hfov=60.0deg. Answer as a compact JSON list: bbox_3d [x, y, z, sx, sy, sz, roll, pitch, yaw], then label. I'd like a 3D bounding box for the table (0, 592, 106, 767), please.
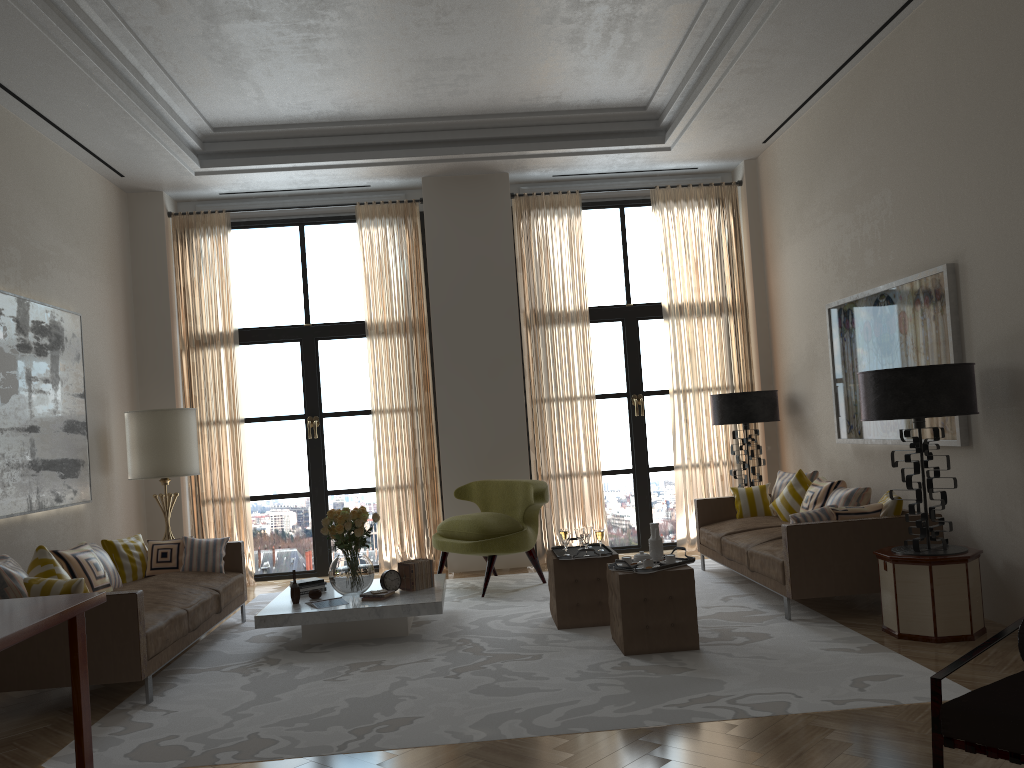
[{"bbox_3d":[-3.039,1.630,3.013,1.800,1.026,3.804,-4,-3,-3],"label":"table"}]

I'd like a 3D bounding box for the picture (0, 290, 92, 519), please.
[{"bbox_3d":[-4.454,0.171,7.846,0.045,1.997,3.064,-4,-2,-3],"label":"picture"}]

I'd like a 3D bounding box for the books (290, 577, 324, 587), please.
[{"bbox_3d":[-1.956,1.887,8.454,0.260,0.030,0.207,-2,-4,-36],"label":"books"}]

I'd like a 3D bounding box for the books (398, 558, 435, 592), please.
[{"bbox_3d":[-0.898,1.781,8.291,0.281,0.264,0.211,-2,-3,-43],"label":"books"}]

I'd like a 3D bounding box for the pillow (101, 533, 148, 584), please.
[{"bbox_3d":[-3.750,1.729,8.711,0.296,0.475,0.515,-5,-2,18],"label":"pillow"}]

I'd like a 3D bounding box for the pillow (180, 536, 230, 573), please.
[{"bbox_3d":[-3.054,1.714,8.801,0.498,0.428,0.327,-3,-2,-15],"label":"pillow"}]

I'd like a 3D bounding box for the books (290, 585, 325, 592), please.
[{"bbox_3d":[-1.948,1.938,8.449,0.262,0.024,0.207,-2,-4,-40],"label":"books"}]

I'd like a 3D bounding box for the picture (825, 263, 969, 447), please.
[{"bbox_3d":[3.506,-0.174,8.270,0.080,1.479,2.269,-4,-2,-5],"label":"picture"}]

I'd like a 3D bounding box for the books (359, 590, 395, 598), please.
[{"bbox_3d":[-1.202,1.879,7.931,0.255,0.026,0.202,-5,-3,22],"label":"books"}]

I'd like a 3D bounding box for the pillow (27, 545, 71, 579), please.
[{"bbox_3d":[-3.584,1.556,6.902,0.768,0.616,0.355,-6,-3,41],"label":"pillow"}]

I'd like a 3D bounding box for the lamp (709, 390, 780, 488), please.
[{"bbox_3d":[2.953,1.115,11.020,0.829,2.017,0.830,-4,-2,1],"label":"lamp"}]

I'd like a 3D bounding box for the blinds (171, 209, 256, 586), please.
[{"bbox_3d":[-3.834,0.230,11.423,0.780,4.883,0.419,-4,-1,-1],"label":"blinds"}]

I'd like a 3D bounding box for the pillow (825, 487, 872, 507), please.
[{"bbox_3d":[3.232,1.276,8.626,0.371,0.565,0.660,-4,-2,-8],"label":"pillow"}]

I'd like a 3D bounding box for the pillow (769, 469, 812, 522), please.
[{"bbox_3d":[3.091,1.231,9.571,0.768,0.616,0.355,-6,-3,41],"label":"pillow"}]

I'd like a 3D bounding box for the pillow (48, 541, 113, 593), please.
[{"bbox_3d":[-3.636,1.628,7.467,0.403,0.547,0.618,-4,-2,0],"label":"pillow"}]

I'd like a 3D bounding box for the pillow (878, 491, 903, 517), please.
[{"bbox_3d":[3.267,1.195,7.758,0.296,0.475,0.515,-5,-2,18],"label":"pillow"}]

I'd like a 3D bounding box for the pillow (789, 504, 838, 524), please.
[{"bbox_3d":[2.574,1.267,7.668,0.498,0.428,0.327,-3,-2,-15],"label":"pillow"}]

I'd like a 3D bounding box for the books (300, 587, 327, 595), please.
[{"bbox_3d":[-1.943,1.968,8.460,0.280,0.035,0.207,-2,-4,-36],"label":"books"}]

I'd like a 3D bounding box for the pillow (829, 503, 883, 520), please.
[{"bbox_3d":[2.941,1.244,7.651,0.464,0.411,0.304,-4,-2,-5],"label":"pillow"}]

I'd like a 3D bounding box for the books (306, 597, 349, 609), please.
[{"bbox_3d":[-1.639,1.922,7.831,0.281,0.038,0.384,-2,-3,-30],"label":"books"}]

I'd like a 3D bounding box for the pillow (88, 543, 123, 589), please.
[{"bbox_3d":[-3.711,1.716,7.842,0.371,0.565,0.660,-4,-2,-8],"label":"pillow"}]

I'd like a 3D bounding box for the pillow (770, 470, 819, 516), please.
[{"bbox_3d":[3.150,1.264,9.971,0.355,0.576,0.624,-3,-2,-24],"label":"pillow"}]

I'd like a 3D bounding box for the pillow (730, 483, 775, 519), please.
[{"bbox_3d":[2.752,1.360,10.098,0.482,0.432,0.318,-4,-2,7],"label":"pillow"}]

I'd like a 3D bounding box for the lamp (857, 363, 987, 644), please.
[{"bbox_3d":[3.167,0.884,6.796,0.829,2.017,0.830,-4,-2,-3],"label":"lamp"}]

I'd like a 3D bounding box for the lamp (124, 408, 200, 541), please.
[{"bbox_3d":[-3.933,1.425,10.098,0.767,2.253,0.768,-3,-2,-40],"label":"lamp"}]

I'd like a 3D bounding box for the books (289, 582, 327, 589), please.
[{"bbox_3d":[-1.948,1.914,8.462,0.280,0.024,0.230,-2,-4,-38],"label":"books"}]

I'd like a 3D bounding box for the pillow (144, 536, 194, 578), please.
[{"bbox_3d":[-3.420,1.743,8.817,0.464,0.411,0.304,-4,-2,-5],"label":"pillow"}]

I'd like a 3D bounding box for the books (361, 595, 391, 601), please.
[{"bbox_3d":[-1.211,1.903,7.930,0.197,0.024,0.256,-5,-3,14],"label":"books"}]

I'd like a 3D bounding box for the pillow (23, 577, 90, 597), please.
[{"bbox_3d":[-3.234,1.583,6.371,0.482,0.432,0.318,-4,-2,7],"label":"pillow"}]

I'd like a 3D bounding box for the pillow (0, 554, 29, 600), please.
[{"bbox_3d":[-3.640,1.556,6.501,0.355,0.576,0.624,-3,-2,-24],"label":"pillow"}]

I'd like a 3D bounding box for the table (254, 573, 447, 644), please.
[{"bbox_3d":[-1.414,2.117,8.262,1.583,0.343,1.502,-4,-3,-3],"label":"table"}]

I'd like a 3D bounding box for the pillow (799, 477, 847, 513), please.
[{"bbox_3d":[3.148,1.237,9.004,0.403,0.547,0.618,-4,-2,0],"label":"pillow"}]

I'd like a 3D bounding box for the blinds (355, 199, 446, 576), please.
[{"bbox_3d":[-1.450,0.065,11.551,0.874,4.871,0.418,-4,-1,0],"label":"blinds"}]
